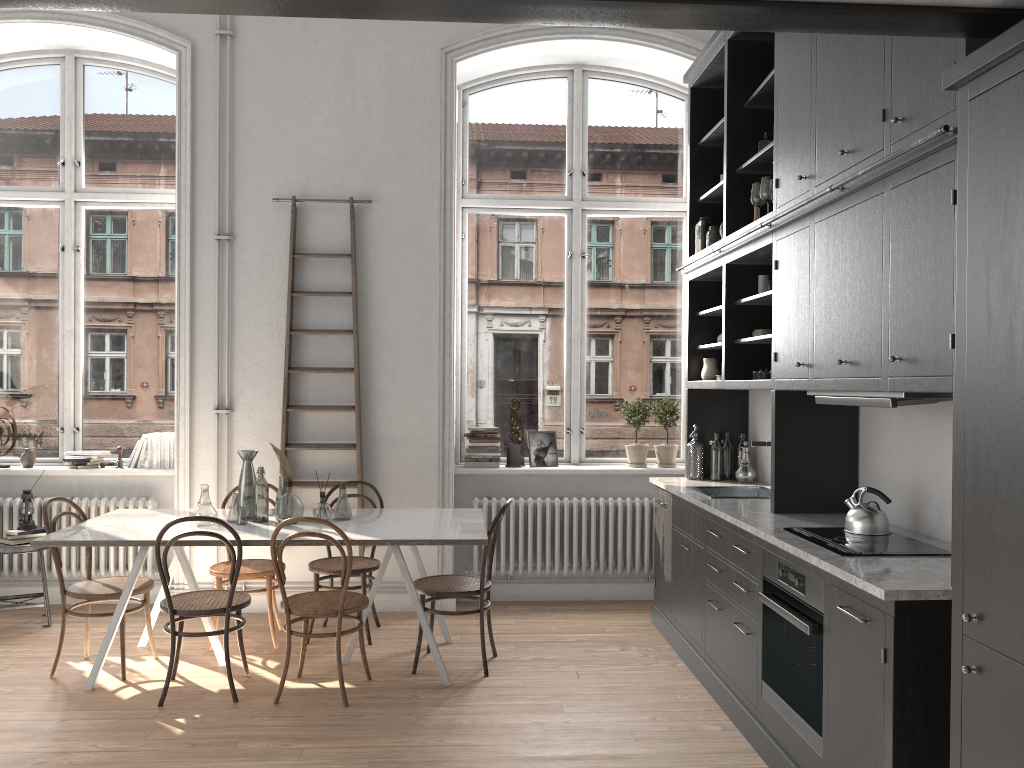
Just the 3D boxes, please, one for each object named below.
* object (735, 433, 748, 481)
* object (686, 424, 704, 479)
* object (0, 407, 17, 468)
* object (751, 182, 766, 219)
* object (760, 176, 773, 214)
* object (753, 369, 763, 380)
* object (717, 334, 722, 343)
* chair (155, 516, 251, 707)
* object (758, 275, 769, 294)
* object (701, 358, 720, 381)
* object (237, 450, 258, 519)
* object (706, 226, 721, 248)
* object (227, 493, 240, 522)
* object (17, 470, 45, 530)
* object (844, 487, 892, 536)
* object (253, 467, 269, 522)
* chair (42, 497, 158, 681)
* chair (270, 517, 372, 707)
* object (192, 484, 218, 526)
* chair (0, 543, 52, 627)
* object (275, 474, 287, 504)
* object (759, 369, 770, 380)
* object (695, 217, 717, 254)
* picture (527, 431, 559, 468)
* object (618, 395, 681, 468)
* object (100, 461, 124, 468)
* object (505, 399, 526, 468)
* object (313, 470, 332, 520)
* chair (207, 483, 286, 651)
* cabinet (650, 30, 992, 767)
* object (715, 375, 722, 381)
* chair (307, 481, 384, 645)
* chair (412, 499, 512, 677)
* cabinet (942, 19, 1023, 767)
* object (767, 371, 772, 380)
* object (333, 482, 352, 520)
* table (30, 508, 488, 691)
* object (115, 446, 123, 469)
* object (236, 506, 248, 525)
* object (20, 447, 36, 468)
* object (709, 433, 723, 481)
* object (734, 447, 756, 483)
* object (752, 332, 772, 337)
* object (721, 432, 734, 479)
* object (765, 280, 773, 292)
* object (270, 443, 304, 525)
[{"bbox_3d":[1.457,0.461,5.607,0.086,0.301,0.086,1,0,42],"label":"object"},{"bbox_3d":[1.174,0.433,5.683,0.109,0.349,0.109,0,0,-22],"label":"object"},{"bbox_3d":[-3.575,0.370,6.191,0.347,0.425,0.087,1,0,29],"label":"object"},{"bbox_3d":[1.284,-0.931,4.611,0.083,0.221,0.083,1,0,28],"label":"object"},{"bbox_3d":[1.294,-0.931,4.481,0.083,0.221,0.083,1,0,43],"label":"object"},{"bbox_3d":[1.309,-0.049,4.652,0.088,0.059,0.104,0,0,-15],"label":"object"},{"bbox_3d":[1.365,-0.294,5.629,0.140,0.100,0.125,0,0,-22],"label":"object"},{"bbox_3d":[-1.537,1.079,4.423,0.438,0.920,0.549,0,0,-8],"label":"chair"},{"bbox_3d":[1.395,-0.530,4.893,0.082,0.135,0.059,0,0,-35],"label":"object"},{"bbox_3d":[1.268,-0.091,5.640,0.127,0.144,0.115,0,0,-25],"label":"object"},{"bbox_3d":[-1.494,0.568,5.011,0.116,0.383,0.116,0,0,8],"label":"object"},{"bbox_3d":[1.264,-0.897,5.507,0.114,0.155,0.114,0,0,0],"label":"object"},{"bbox_3d":[-1.529,0.680,4.897,0.083,0.158,0.083,0,0,-8],"label":"object"},{"bbox_3d":[-3.097,0.740,5.715,0.163,0.383,0.154,0,0,-30],"label":"object"},{"bbox_3d":[1.443,0.509,3.606,0.171,0.186,0.171,0,0,8],"label":"object"},{"bbox_3d":[-1.390,0.609,4.905,0.086,0.301,0.086,0,0,-18],"label":"object"},{"bbox_3d":[-2.223,1.075,4.792,0.549,0.920,0.438,0,0,5],"label":"chair"},{"bbox_3d":[-0.950,1.083,4.422,0.438,0.920,0.549,0,0,8],"label":"chair"},{"bbox_3d":[-1.649,0.648,4.762,0.132,0.219,0.132,0,0,-14],"label":"object"},{"bbox_3d":[-3.138,1.266,5.651,0.364,0.523,0.360,0,0,-30],"label":"chair"},{"bbox_3d":[-1.281,0.633,4.985,0.098,0.255,0.100,0,0,-27],"label":"object"},{"bbox_3d":[1.308,-0.049,4.539,0.088,0.059,0.104,0,0,-25],"label":"object"},{"bbox_3d":[1.237,-0.938,5.648,0.118,0.238,0.118,0,0,-18],"label":"object"},{"bbox_3d":[0.211,0.476,6.476,0.221,0.264,0.149,0,0,-20],"label":"picture"},{"bbox_3d":[1.010,0.345,6.484,0.500,0.524,0.234,0,0,-14],"label":"object"},{"bbox_3d":[-2.831,0.563,6.253,0.088,0.048,0.153,0,0,36],"label":"object"},{"bbox_3d":[0.027,0.355,6.423,0.122,0.488,0.102,1,0,21],"label":"object"},{"bbox_3d":[-1.050,0.621,4.916,0.107,0.283,0.107,0,0,-8],"label":"object"},{"bbox_3d":[-1.586,1.080,5.362,0.438,0.920,0.549,0,0,-5],"label":"chair"},{"bbox_3d":[1.316,-0.232,4.210,0.635,3.583,3.250,0,0,-3],"label":"cabinet"},{"bbox_3d":[1.347,-0.036,5.487,0.180,0.037,0.180,0,0,-18],"label":"object"},{"bbox_3d":[-1.018,1.084,5.474,0.438,0.920,0.549,0,0,4],"label":"chair"},{"bbox_3d":[-0.277,1.089,4.886,0.549,0.920,0.438,0,0,9],"label":"chair"},{"bbox_3d":[1.465,0.371,1.640,0.633,2.371,1.401,0,0,-3],"label":"cabinet"},{"bbox_3d":[1.335,-0.049,4.440,0.104,0.059,0.088,0,0,5],"label":"object"},{"bbox_3d":[-0.954,0.657,4.997,0.101,0.212,0.101,1,0,36],"label":"object"},{"bbox_3d":[-1.251,1.151,4.874,2.200,0.780,1.100,0,0,-3],"label":"table"},{"bbox_3d":[-2.742,0.512,6.202,0.048,0.153,0.088,0,0,-33],"label":"object"},{"bbox_3d":[-1.463,0.712,4.806,0.058,0.094,0.058,1,0,25],"label":"object"},{"bbox_3d":[-3.383,0.512,6.200,0.100,0.142,0.102,0,0,-29],"label":"object"},{"bbox_3d":[1.296,0.460,5.625,0.086,0.301,0.086,0,0,-18],"label":"object"},{"bbox_3d":[1.443,0.500,5.480,0.132,0.219,0.120,0,0,-3],"label":"object"},{"bbox_3d":[-1.457,0.618,5.286,5.827,1.842,0.792,0,0,2],"label":"object"},{"bbox_3d":[1.387,0.460,5.710,0.086,0.301,0.086,0,0,11],"label":"object"},{"bbox_3d":[1.397,-0.509,4.777,0.140,0.093,0.082,0,0,-38],"label":"object"},{"bbox_3d":[-1.213,0.538,4.827,0.157,0.446,0.157,1,0,15],"label":"object"}]
